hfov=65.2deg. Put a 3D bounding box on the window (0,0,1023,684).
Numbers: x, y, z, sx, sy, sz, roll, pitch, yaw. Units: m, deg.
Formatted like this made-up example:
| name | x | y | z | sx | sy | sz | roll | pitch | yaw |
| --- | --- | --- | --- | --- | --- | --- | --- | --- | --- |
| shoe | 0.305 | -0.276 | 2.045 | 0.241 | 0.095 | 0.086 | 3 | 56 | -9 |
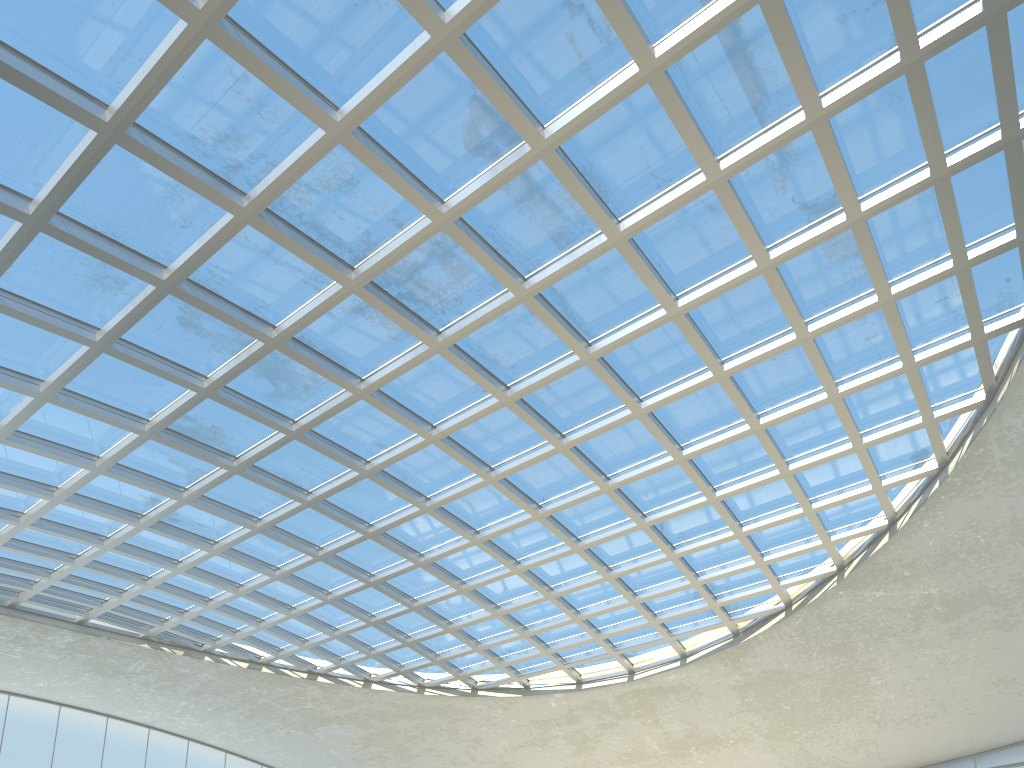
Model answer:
| name | x | y | z | sx | sy | sz | roll | pitch | yaw |
| --- | --- | --- | --- | --- | --- | --- | --- | --- | --- |
| window | -11.158 | 7.993 | 48.547 | 82.694 | 9.629 | 87.453 | -24 | -42 | 29 |
